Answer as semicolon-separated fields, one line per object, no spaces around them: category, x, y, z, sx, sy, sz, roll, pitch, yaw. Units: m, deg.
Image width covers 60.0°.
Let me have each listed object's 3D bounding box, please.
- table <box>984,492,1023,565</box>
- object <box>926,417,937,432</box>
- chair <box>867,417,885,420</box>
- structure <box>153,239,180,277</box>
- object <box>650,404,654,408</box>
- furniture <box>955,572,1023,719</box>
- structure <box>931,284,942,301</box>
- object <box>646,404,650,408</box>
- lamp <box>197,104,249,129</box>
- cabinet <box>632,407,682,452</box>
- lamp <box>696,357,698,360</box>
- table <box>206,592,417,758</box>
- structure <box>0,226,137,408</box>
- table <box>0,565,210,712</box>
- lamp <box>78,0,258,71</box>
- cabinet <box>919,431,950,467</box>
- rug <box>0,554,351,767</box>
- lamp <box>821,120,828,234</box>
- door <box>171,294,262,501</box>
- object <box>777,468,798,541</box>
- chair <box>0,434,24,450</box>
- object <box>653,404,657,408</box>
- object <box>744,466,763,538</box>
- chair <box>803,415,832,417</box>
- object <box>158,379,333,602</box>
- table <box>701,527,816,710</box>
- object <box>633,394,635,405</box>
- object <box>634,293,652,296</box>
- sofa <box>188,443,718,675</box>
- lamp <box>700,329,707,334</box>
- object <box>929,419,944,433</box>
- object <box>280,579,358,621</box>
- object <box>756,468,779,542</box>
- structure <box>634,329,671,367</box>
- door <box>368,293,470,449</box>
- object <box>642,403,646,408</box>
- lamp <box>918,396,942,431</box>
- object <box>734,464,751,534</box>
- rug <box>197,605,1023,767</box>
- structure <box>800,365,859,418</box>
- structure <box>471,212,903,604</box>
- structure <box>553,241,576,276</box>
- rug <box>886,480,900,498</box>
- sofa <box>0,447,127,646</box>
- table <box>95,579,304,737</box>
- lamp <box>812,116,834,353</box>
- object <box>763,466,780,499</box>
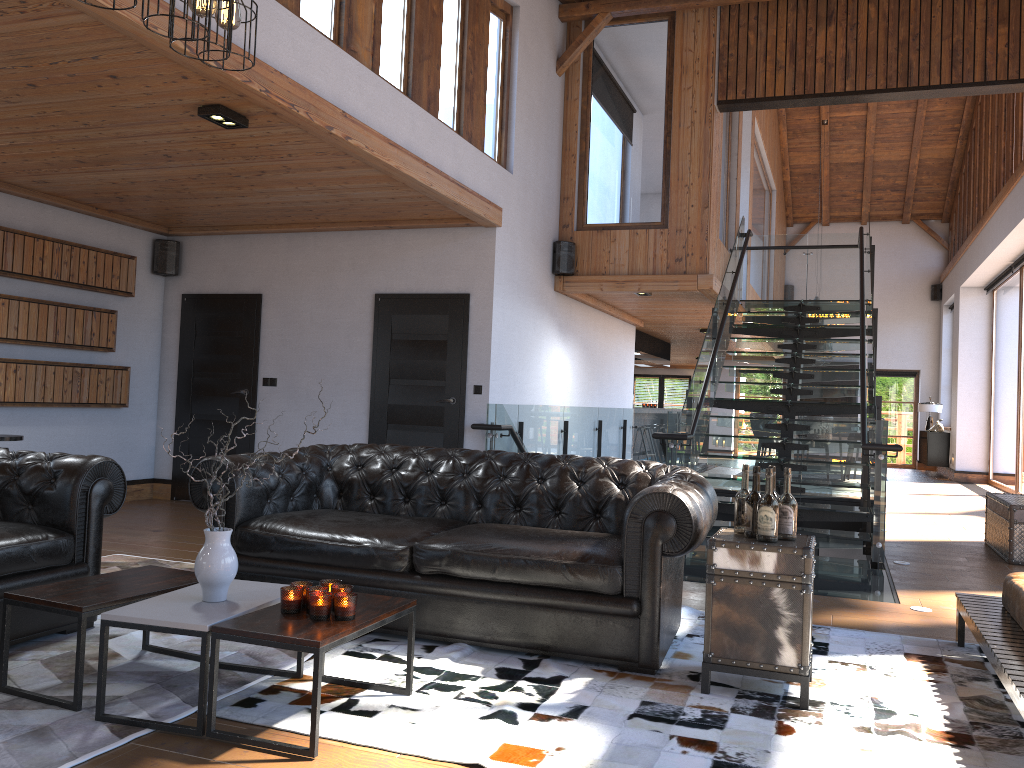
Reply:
table;4.428;1.210;7.428;0.679;0.470;1.263;2;-1;20
object;8.507;0.821;17.975;0.149;0.288;0.504;2;-2;20
chair;6.173;1.126;15.430;0.567;1.092;0.504;2;-2;4
structure;-3.442;-1.255;8.835;0.212;0.349;0.215;2;-2;20
object;2.839;0.444;18.033;0.080;0.081;0.078;3;-2;-25
furniture;2.273;1.044;2.918;1.167;0.437;2.779;2;-1;20
structure;9.212;-1.983;19.241;0.212;0.349;0.215;2;-2;20
object;2.711;0.432;17.687;0.080;0.081;0.078;3;-2;-25
lamp;-1.639;-1.524;5.040;0.154;0.068;0.263;2;-1;20
cabinet;2.241;0.976;16.224;0.882;1.104;4.835;2;-1;20
lamp;4.581;-0.626;21.655;0.154;0.068;0.263;2;-1;20
table;-0.664;0.962;3.060;0.397;0.350;0.655;2;-1;20
structure;-4.075;-0.533;7.630;0.318;1.446;1.865;2;-2;20
table;-1.497;0.934;3.364;0.396;0.350;0.656;2;-2;25
lamp;-0.925;-2.101;2.649;0.260;2.203;0.806;2;-2;11
cabinet;8.527;1.293;17.932;0.399;0.655;1.880;2;-1;20
rug;-2.192;1.064;3.514;2.413;0.053;4.073;2;-1;21
lamp;5.864;-2.686;16.821;0.627;4.687;0.615;3;-2;-25
door;-2.894;0.142;8.693;0.934;2.056;0.145;2;-2;19
object;1.103;0.480;3.563;0.087;0.286;0.088;1;-2;32
chair;-3.818;0.739;6.513;0.390;0.721;0.395;2;-2;20
object;2.968;0.456;18.379;0.080;0.081;0.078;3;-2;-25
object;0.985;0.475;3.587;0.087;0.286;0.087;2;-2;-2
chair;4.685;1.029;13.694;0.500;1.092;0.572;2;-2;19
object;-1.012;0.371;3.212;0.402;0.808;0.626;1;-2;31
table;1.000;0.919;3.565;0.402;0.609;0.420;2;-2;20
object;1.981;0.162;14.999;0.224;0.453;0.226;2;-2;20
object;1.412;-1.002;9.578;0.154;0.068;0.263;2;-1;20
sofa;-0.247;0.773;4.560;2.547;0.838;1.248;2;-1;19
lamp;3.072;-0.843;14.055;0.154;0.068;0.263;2;-1;20
object;8.347;0.818;17.438;0.181;0.263;0.497;3;-1;-11
object;-0.662;0.746;3.051;0.249;0.081;0.299;3;-1;-32
object;1.008;0.474;3.491;0.087;0.286;0.088;1;-2;30
structure;2.233;-0.633;16.107;0.705;0.476;3.273;2;-1;20
door;-0.852;0.212;7.975;0.934;2.056;0.145;2;-2;19
object;2.583;0.420;17.341;0.080;0.081;0.078;3;-2;-25
lamp;8.709;0.621;18.473;0.465;0.726;0.474;1;-2;29
object;0.969;0.477;3.684;0.088;0.286;0.087;3;-2;-3
rug;1.122;1.201;3.526;3.779;0.053;2.449;2;-1;20
structure;6.962;0.331;19.789;1.434;1.650;0.436;2;-2;19
structure;5.226;1.139;9.933;9.142;6.401;11.104;2;-1;20
structure;0.547;-1.323;9.349;0.212;0.349;0.215;2;-2;20
rug;5.166;1.628;15.280;2.532;0.047;5.671;2;-1;20
sofa;-2.800;0.640;3.178;1.230;0.838;2.584;2;-1;20
table;-1.083;0.947;3.181;0.398;0.350;0.654;2;-1;15
lamp;5.306;-2.740;15.318;0.627;4.687;0.615;3;-2;-25
object;1.065;0.480;3.646;0.088;0.286;0.086;4;-2;-30
